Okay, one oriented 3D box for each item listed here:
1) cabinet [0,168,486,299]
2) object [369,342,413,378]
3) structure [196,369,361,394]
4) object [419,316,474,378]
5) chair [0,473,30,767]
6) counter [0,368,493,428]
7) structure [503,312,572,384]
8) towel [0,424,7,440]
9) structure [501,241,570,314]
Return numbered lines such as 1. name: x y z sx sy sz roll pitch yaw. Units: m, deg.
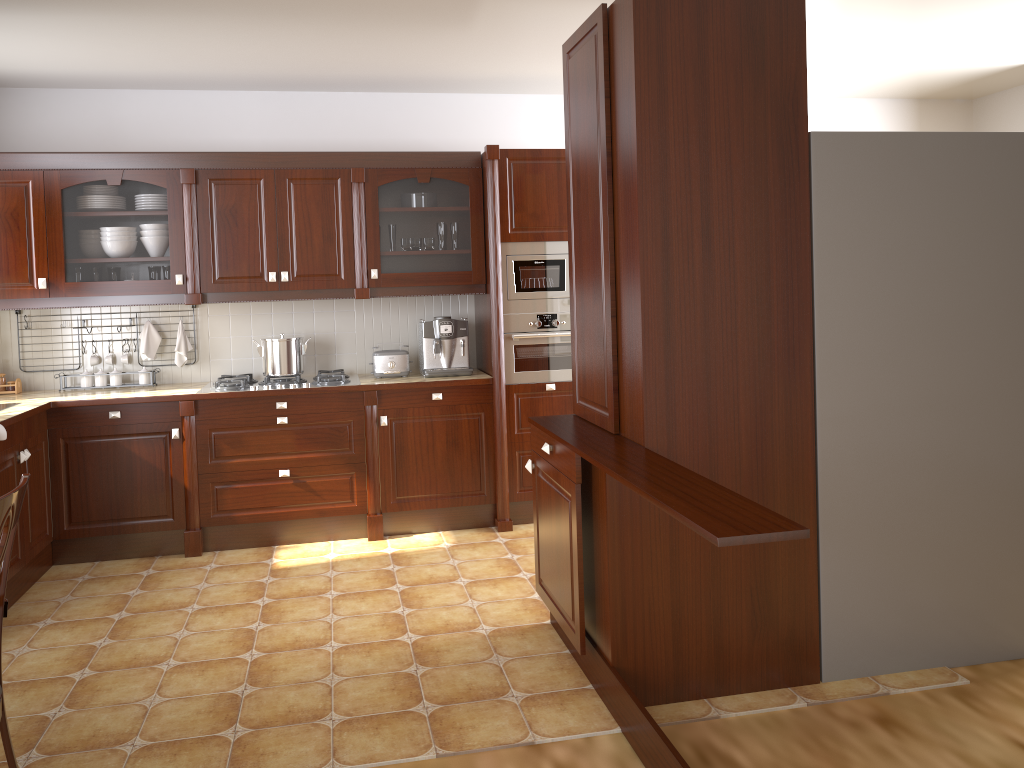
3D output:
1. cabinet: -1.381 -0.735 3.879 2.782 0.776 1.374 -3 5 -12
2. object: -0.670 -0.132 4.893 0.243 0.188 0.141 -3 4 -11
3. structure: -1.234 -0.023 4.755 0.816 0.046 0.593 -3 6 -11
4. object: -0.374 -0.213 4.943 0.275 0.321 0.324 -3 4 -11
5. chair: -1.161 0.587 1.658 0.459 0.743 0.406 -2 3 -11
6. counter: -1.394 0.090 4.103 2.784 0.032 1.833 -3 7 -11
7. structure: 0.195 -0.197 4.781 0.494 0.374 0.041 -3 2 -12
8. towel: -2.114 0.188 3.357 0.330 0.097 0.345 3 8 41
9. structure: 0.151 -0.593 4.923 0.495 0.385 0.318 -3 4 -12
